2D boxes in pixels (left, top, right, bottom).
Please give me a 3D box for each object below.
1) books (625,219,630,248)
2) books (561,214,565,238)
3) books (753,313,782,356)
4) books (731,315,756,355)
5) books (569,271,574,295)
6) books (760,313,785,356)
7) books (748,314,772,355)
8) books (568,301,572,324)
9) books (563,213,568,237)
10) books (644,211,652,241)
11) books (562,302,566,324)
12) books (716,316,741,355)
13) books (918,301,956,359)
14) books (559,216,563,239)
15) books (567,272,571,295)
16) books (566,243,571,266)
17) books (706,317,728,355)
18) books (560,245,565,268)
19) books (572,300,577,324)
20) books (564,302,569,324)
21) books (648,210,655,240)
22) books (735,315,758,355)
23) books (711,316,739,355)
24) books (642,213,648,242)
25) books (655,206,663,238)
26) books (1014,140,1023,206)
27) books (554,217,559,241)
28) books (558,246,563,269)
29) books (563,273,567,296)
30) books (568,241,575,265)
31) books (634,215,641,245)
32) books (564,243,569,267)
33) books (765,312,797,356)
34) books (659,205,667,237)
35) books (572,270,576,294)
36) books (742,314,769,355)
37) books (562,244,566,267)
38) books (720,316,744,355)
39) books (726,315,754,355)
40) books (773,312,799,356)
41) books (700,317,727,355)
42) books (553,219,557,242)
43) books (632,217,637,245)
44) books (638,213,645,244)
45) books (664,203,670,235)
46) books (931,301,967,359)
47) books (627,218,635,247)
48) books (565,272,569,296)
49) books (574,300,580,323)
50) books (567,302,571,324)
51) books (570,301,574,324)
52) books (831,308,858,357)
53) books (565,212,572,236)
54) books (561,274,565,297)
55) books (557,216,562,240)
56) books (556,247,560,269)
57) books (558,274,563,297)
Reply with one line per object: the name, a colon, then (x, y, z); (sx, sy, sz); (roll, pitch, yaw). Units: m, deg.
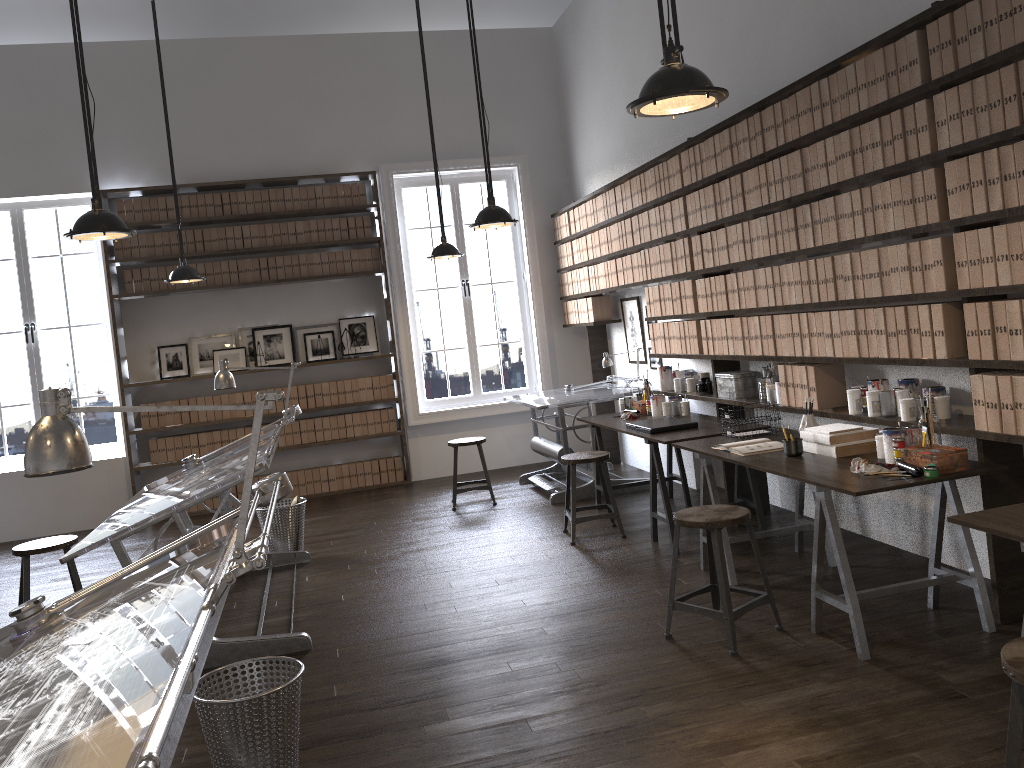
books: (0.977, -1.169, 6.860); (0.175, 0.225, 0.066); (-7, 1, -13)
books: (0.573, -1.518, 8.483); (0.175, 0.225, 0.066); (-7, 1, -13)
books: (1.479, -0.282, 5.053); (0.174, 0.225, 0.066); (-7, 1, -13)
books: (1.420, -0.294, 5.322); (0.175, 0.225, 0.066); (-7, 1, -13)
books: (0.643, -0.968, 8.431); (0.175, 0.225, 0.067); (-7, 1, -13)
books: (1.499, -0.280, 4.984); (0.175, 0.225, 0.066); (-7, 1, -13)
books: (1.467, -0.286, 5.123); (0.174, 0.225, 0.066); (-7, 1, -13)
books: (0.647, -0.698, 8.568); (0.175, 0.225, 0.066); (-7, 1, -13)
books: (0.585, -1.514, 8.414); (0.175, 0.225, 0.067); (-7, 1, -13)
books: (1.067, -1.151, 6.440); (0.175, 0.225, 0.067); (-7, 1, -13)
books: (0.601, -0.707, 8.777); (0.175, 0.225, 0.066); (-7, 1, -13)
books: (1.375, -0.302, 5.523); (0.175, 0.225, 0.066); (-7, 1, -13)
books: (1.792, -0.225, 3.677); (0.175, 0.225, 0.067); (-7, 1, -13)
books: (0.559, -1.521, 8.552); (0.174, 0.225, 0.066); (-7, 1, -13)
books: (0.632, -0.971, 8.505); (0.175, 0.225, 0.066); (-7, 1, -13)
books: (0.619, -1.240, 8.424); (0.175, 0.225, 0.066); (-7, 1, -13)
books: (1.342, -0.308, 5.658); (0.174, 0.225, 0.066); (-7, 1, -13)
books: (0.572, -1.247, 8.616); (0.175, 0.225, 0.066); (-7, 1, -13)
books: (0.673, -0.692, 8.435); (0.175, 0.225, 0.066); (-7, 1, -13)
books: (0.613, -0.704, 8.703); (0.175, 0.225, 0.067); (-7, 1, -13)
books: (1.086, -1.149, 6.376); (0.175, 0.225, 0.066); (-7, 1, -13)
books: (1.430, -0.291, 5.256); (0.175, 0.225, 0.067); (-7, 1, -13)
books: (1.361, -0.305, 5.591); (0.174, 0.225, 0.066); (-7, 1, -13)
books: (1.057, -1.154, 6.507); (0.175, 0.225, 0.066); (-7, 1, -13)
books: (1.113, -1.143, 6.244); (0.175, 0.225, 0.067); (-7, 1, -13)
books: (1.866, -0.745, 3.102); (0.175, 0.225, 0.066); (-7, 1, -13)
books: (0.520, -1.526, 8.689); (0.175, 0.225, 0.066); (-7, 1, -13)
books: (0.554, -1.250, 8.686); (0.175, 0.225, 0.067); (-7, 1, -13)
books: (0.600, -0.977, 8.643); (0.174, 0.225, 0.066); (-7, 1, -13)
books: (0.634, -1.237, 8.355); (0.174, 0.225, 0.066); (-7, 1, -13)
books: (1.022, -1.159, 6.645); (0.174, 0.225, 0.066); (-7, 1, -13)
books: (0.598, -1.242, 8.489); (0.175, 0.225, 0.067); (-7, 1, -13)
books: (1.511, -0.276, 4.910); (0.175, 0.225, 0.067); (-7, 1, -13)
books: (1.132, -1.140, 6.176); (0.175, 0.225, 0.066); (-7, 1, -13)
books: (0.665, -0.965, 8.360); (0.175, 0.225, 0.066); (-7, 1, -13)
books: (1.451, -0.289, 5.192); (0.175, 0.225, 0.066); (-7, 1, -13)
books: (0.587, -1.245, 8.555); (0.175, 0.225, 0.066); (-7, 1, -13)
books: (1.387, -0.299, 5.453); (0.175, 0.225, 0.067); (-7, 1, -13)
books: (1.405, -0.296, 5.383); (0.175, 0.225, 0.066); (-7, 1, -13)
books: (1.532, -0.274, 4.839); (0.175, 0.225, 0.066); (-7, 1, -13)
books: (1.322, -0.310, 5.728); (0.175, 0.225, 0.066); (-7, 1, -13)
books: (0.504, -1.528, 8.759); (0.175, 0.225, 0.067); (-7, 1, -13)
books: (1.011, -1.163, 6.715); (0.175, 0.225, 0.066); (-7, 1, -13)
books: (1.042, -1.157, 6.577); (0.174, 0.225, 0.066); (-7, 1, -13)
books: (1.150, -1.138, 6.108); (0.174, 0.225, 0.066); (-7, 1, -13)
books: (1.812, -0.222, 3.602); (0.175, 0.225, 0.066); (-7, 1, -13)
books: (0.988, -1.165, 6.787); (0.175, 0.225, 0.067); (-7, 1, -13)
books: (0.611, -0.974, 8.574); (0.174, 0.225, 0.066); (-7, 1, -13)
books: (0.692, -0.690, 8.365); (0.174, 0.225, 0.066); (-7, 1, -13)
books: (0.634, -0.701, 8.632); (0.175, 0.225, 0.066); (-7, 1, -13)
books: (0.657, -0.695, 8.505); (0.175, 0.225, 0.067); (-7, 1, -13)
books: (1.653, -0.251, 4.296); (0.175, 0.225, 0.066); (-7, 1, -13)
books: (0.603, -1.512, 8.344); (0.175, 0.225, 0.066); (-7, 1, -13)
books: (0.584, -0.980, 8.713); (0.175, 0.225, 0.066); (-7, 1, -13)
books: (0.540, -1.523, 8.619); (0.174, 0.225, 0.066); (-7, 1, -13)
books: (0.542, -1.254, 8.756); (0.175, 0.225, 0.066); (-7, 1, -13)
books: (0.563, -0.982, 8.777); (0.175, 0.225, 0.067); (-7, 1, -13)
